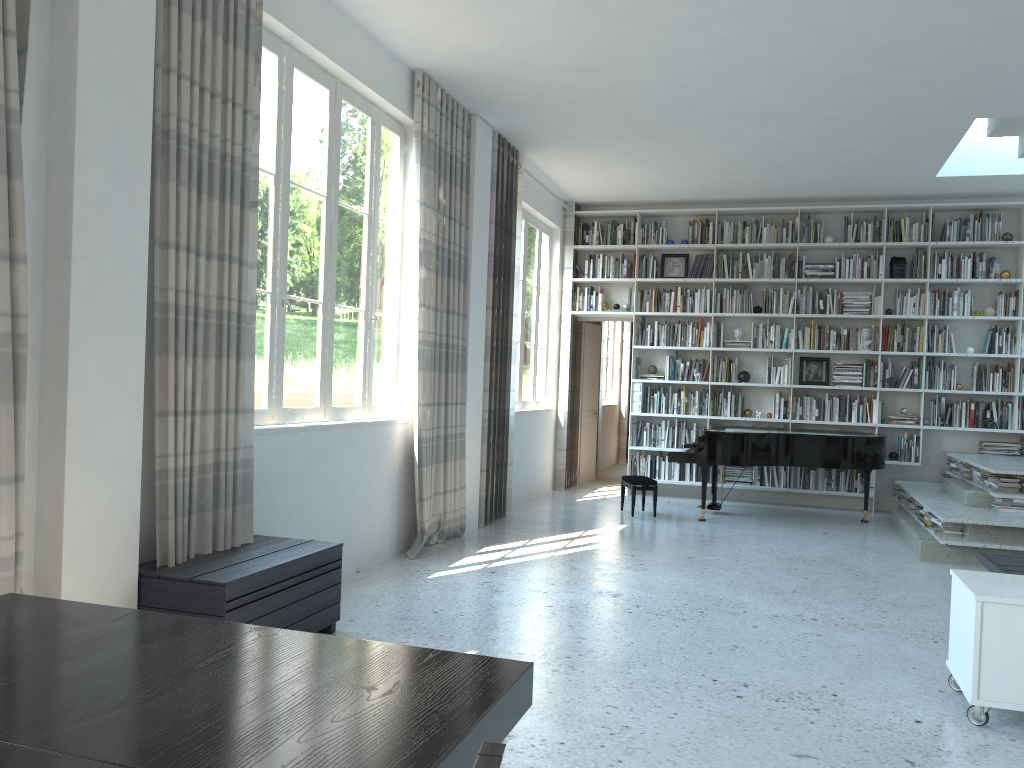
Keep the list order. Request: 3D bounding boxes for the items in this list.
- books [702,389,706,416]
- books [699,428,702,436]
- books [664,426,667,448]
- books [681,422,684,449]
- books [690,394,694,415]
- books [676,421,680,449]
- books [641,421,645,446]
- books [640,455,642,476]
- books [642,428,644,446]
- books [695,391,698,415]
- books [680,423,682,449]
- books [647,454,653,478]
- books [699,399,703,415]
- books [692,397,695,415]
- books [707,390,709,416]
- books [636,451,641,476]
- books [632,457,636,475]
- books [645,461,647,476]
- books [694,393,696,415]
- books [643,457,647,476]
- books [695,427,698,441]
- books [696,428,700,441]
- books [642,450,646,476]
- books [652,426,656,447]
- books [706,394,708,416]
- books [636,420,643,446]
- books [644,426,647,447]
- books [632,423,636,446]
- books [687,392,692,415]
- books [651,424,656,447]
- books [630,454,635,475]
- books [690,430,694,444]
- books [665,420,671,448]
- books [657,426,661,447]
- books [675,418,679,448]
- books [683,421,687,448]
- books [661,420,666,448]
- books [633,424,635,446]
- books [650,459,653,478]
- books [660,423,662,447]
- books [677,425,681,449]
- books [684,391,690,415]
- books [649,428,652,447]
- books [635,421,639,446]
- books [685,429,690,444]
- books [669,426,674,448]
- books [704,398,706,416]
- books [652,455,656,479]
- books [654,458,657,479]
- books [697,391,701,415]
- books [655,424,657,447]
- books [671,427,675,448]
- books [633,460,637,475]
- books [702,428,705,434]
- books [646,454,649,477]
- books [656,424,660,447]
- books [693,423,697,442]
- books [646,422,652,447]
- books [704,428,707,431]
[{"bbox_3d":[2.096,0.200,9.675,0.014,0.286,0.179,2,1,17],"label":"books"},{"bbox_3d":[2.059,0.601,9.677,0.023,0.228,0.190,2,1,17],"label":"books"},{"bbox_3d":[1.702,0.585,9.823,0.012,0.232,0.148,2,1,17],"label":"books"},{"bbox_3d":[1.887,0.563,9.758,0.022,0.291,0.137,2,1,17],"label":"books"},{"bbox_3d":[1.978,0.224,9.732,0.025,0.229,0.153,2,1,17],"label":"books"},{"bbox_3d":[1.828,0.559,9.767,0.012,0.295,0.176,2,1,17],"label":"books"},{"bbox_3d":[1.461,0.556,9.895,0.010,0.273,0.150,2,1,17],"label":"books"},{"bbox_3d":[1.451,0.919,9.896,0.024,0.246,0.143,2,1,17],"label":"books"},{"bbox_3d":[1.476,0.594,9.891,0.024,0.198,0.148,2,1,17],"label":"books"},{"bbox_3d":[2.027,0.208,9.697,0.021,0.265,0.185,2,1,17],"label":"books"},{"bbox_3d":[1.873,0.566,9.775,0.013,0.284,0.139,2,1,17],"label":"books"},{"bbox_3d":[1.534,0.913,9.855,0.023,0.266,0.177,2,1,17],"label":"books"},{"bbox_3d":[2.073,0.252,9.703,0.041,0.181,0.141,2,1,17],"label":"books"},{"bbox_3d":[2.001,0.243,9.728,0.023,0.194,0.140,2,1,17],"label":"books"},{"bbox_3d":[2.154,0.205,9.687,0.024,0.280,0.136,2,1,17],"label":"books"},{"bbox_3d":[1.417,0.894,9.899,0.044,0.294,0.181,2,1,17],"label":"books"},{"bbox_3d":[1.366,0.931,9.927,0.023,0.216,0.158,2,1,17],"label":"books"},{"bbox_3d":[1.502,0.951,9.879,0.022,0.186,0.145,2,1,17],"label":"books"},{"bbox_3d":[2.017,0.217,9.718,0.010,0.246,0.160,2,1,17],"label":"books"},{"bbox_3d":[1.480,0.930,9.878,0.022,0.226,0.154,2,1,17],"label":"books"},{"bbox_3d":[2.016,0.594,9.698,0.011,0.239,0.174,2,1,17],"label":"books"},{"bbox_3d":[2.046,0.601,9.725,0.030,0.227,0.140,2,1,17],"label":"books"},{"bbox_3d":[1.468,0.884,9.887,0.011,0.318,0.157,2,1,17],"label":"books"},{"bbox_3d":[1.589,0.586,9.832,0.028,0.223,0.189,2,1,17],"label":"books"},{"bbox_3d":[2.130,0.225,9.672,0.010,0.240,0.174,2,1,17],"label":"books"},{"bbox_3d":[1.425,0.549,9.885,0.052,0.283,0.172,2,1,17],"label":"books"},{"bbox_3d":[1.492,0.583,9.863,0.022,0.220,0.187,2,1,17],"label":"books"},{"bbox_3d":[1.363,0.562,9.927,0.012,0.254,0.161,2,1,17],"label":"books"},{"bbox_3d":[1.949,0.213,9.726,0.028,0.249,0.159,2,1,17],"label":"books"},{"bbox_3d":[1.575,0.573,9.871,0.022,0.248,0.133,2,1,17],"label":"books"},{"bbox_3d":[1.350,0.912,9.932,0.012,0.254,0.161,2,1,17],"label":"books"},{"bbox_3d":[1.983,0.611,9.745,0.030,0.203,0.142,2,1,17],"label":"books"},{"bbox_3d":[1.721,0.549,9.796,0.039,0.307,0.172,2,1,17],"label":"books"},{"bbox_3d":[1.640,0.585,9.827,0.028,0.229,0.157,2,1,17],"label":"books"},{"bbox_3d":[1.814,0.543,9.763,0.014,0.325,0.170,2,1,17],"label":"books"},{"bbox_3d":[1.902,0.559,9.748,0.013,0.301,0.172,2,1,17],"label":"books"},{"bbox_3d":[1.684,0.551,9.826,0.027,0.299,0.142,2,1,17],"label":"books"},{"bbox_3d":[1.378,0.570,9.907,0.029,0.239,0.154,2,1,17],"label":"books"},{"bbox_3d":[1.559,0.944,9.864,0.022,0.205,0.158,2,1,17],"label":"books"},{"bbox_3d":[1.666,0.563,9.839,0.013,0.274,0.146,2,1,17],"label":"books"},{"bbox_3d":[1.852,0.580,9.779,0.029,0.254,0.153,2,1,17],"label":"books"},{"bbox_3d":[1.921,0.206,9.730,0.028,0.260,0.181,2,1,17],"label":"books"},{"bbox_3d":[1.551,0.596,9.874,0.025,0.200,0.137,2,1,17],"label":"books"},{"bbox_3d":[1.393,0.552,9.886,0.011,0.277,0.189,2,1,17],"label":"books"},{"bbox_3d":[1.936,0.602,9.741,0.059,0.216,0.177,2,1,17],"label":"books"},{"bbox_3d":[1.759,0.584,9.806,0.031,0.239,0.132,2,1,17],"label":"books"},{"bbox_3d":[2.121,0.251,9.702,0.023,0.187,0.130,2,1,17],"label":"books"},{"bbox_3d":[1.582,0.921,9.861,0.022,0.252,0.139,2,1,17],"label":"books"},{"bbox_3d":[1.599,0.938,9.845,0.022,0.221,0.163,2,1,17],"label":"books"},{"bbox_3d":[2.049,0.211,9.710,0.013,0.260,0.142,2,1,17],"label":"books"},{"bbox_3d":[1.609,0.570,9.827,0.013,0.257,0.189,2,1,17],"label":"books"},{"bbox_3d":[1.786,0.592,9.794,0.028,0.225,0.134,2,1,17],"label":"books"},{"bbox_3d":[1.382,0.945,9.894,0.029,0.190,0.176,2,1,17],"label":"books"},{"bbox_3d":[2.093,0.599,9.705,0.026,0.236,0.140,2,1,17],"label":"books"},{"bbox_3d":[1.515,0.914,9.855,0.013,0.261,0.174,2,1,17],"label":"books"},{"bbox_3d":[1.619,0.572,9.820,0.010,0.252,0.177,2,1,17],"label":"books"},{"bbox_3d":[2.008,0.569,9.728,0.025,0.288,0.130,2,1,17],"label":"books"},{"bbox_3d":[1.520,0.562,9.861,0.029,0.266,0.171,2,1,17],"label":"books"},{"bbox_3d":[2.117,0.602,9.688,0.030,0.230,0.151,2,1,17],"label":"books"}]
